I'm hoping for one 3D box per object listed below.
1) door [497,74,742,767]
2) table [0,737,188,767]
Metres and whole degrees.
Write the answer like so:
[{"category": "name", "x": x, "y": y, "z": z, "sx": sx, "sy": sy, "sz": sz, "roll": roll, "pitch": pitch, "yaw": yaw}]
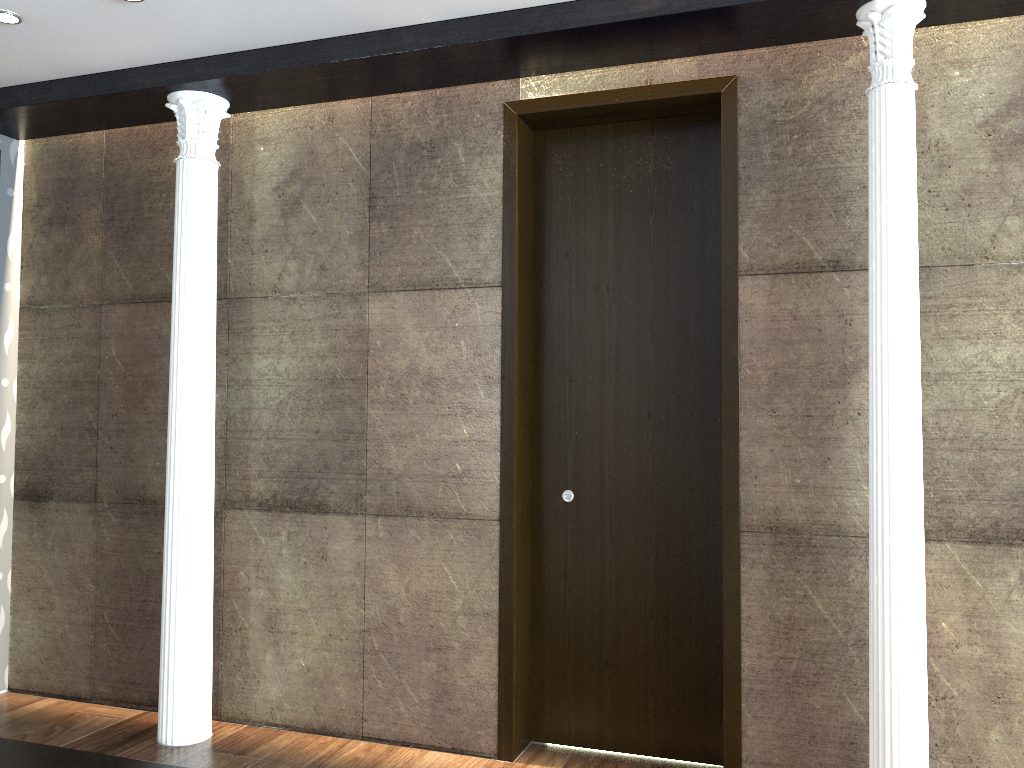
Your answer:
[{"category": "door", "x": 0.503, "y": 0.188, "z": 3.869, "sx": 1.000, "sy": 2.814, "sz": 0.510, "roll": 0, "pitch": -3, "yaw": 19}, {"category": "table", "x": -1.227, "y": 1.060, "z": 0.160, "sx": 1.200, "sy": 0.733, "sz": 3.400, "roll": 0, "pitch": -3, "yaw": 19}]
